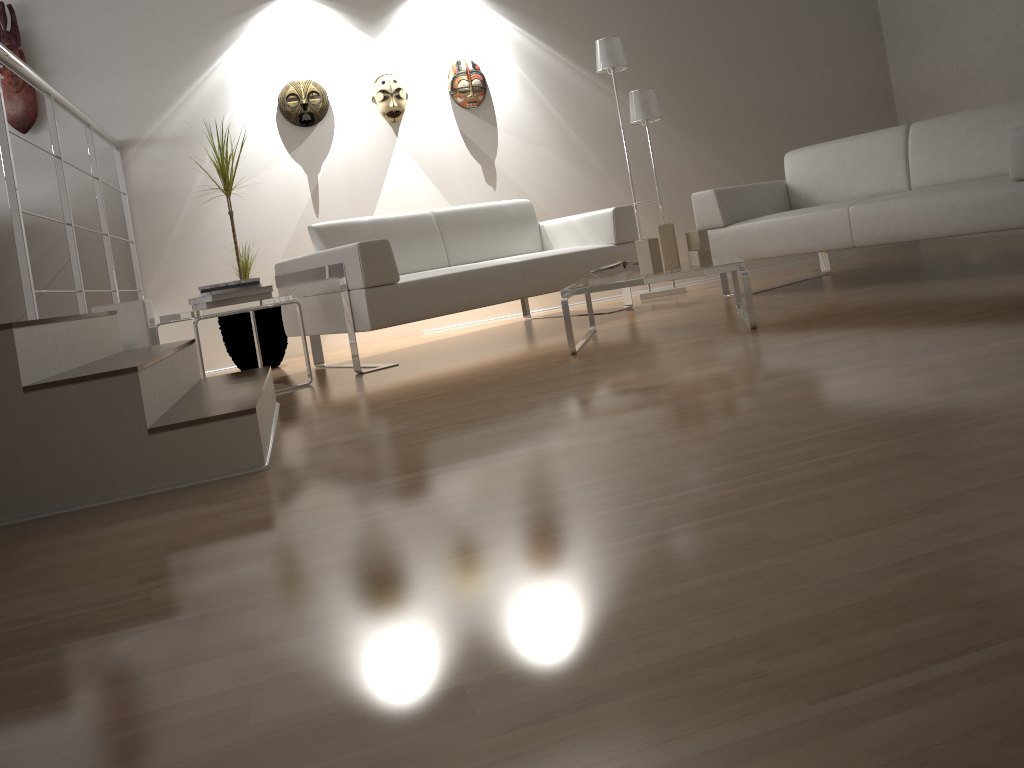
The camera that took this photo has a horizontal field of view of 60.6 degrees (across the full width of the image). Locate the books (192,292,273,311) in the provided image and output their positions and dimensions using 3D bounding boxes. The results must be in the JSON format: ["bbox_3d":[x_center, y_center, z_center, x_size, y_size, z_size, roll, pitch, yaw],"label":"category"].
[{"bbox_3d":[-1.219,-0.361,3.816,0.292,0.027,0.226,-15,10,-33],"label":"books"}]

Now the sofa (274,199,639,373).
[{"bbox_3d":[-0.238,-0.611,4.694,1.811,0.737,0.899,-15,7,-38],"label":"sofa"}]

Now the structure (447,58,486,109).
[{"bbox_3d":[-0.295,-2.019,5.861,0.266,0.354,0.075,-10,0,-14],"label":"structure"}]

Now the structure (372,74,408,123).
[{"bbox_3d":[-0.788,-1.871,5.703,0.244,0.328,0.129,-10,1,-13],"label":"structure"}]

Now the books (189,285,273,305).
[{"bbox_3d":[-1.223,-0.388,3.817,0.225,0.027,0.292,-1,12,46],"label":"books"}]

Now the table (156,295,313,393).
[{"bbox_3d":[-1.245,-0.150,3.885,0.471,0.399,0.546,-13,6,-38],"label":"table"}]

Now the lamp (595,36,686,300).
[{"bbox_3d":[0.823,-1.388,5.579,0.364,1.668,0.209,-9,0,6],"label":"lamp"}]

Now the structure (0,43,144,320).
[{"bbox_3d":[-2.063,-0.852,4.226,0.057,1.043,2.331,-9,7,-13],"label":"structure"}]

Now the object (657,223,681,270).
[{"bbox_3d":[0.642,-0.570,3.588,0.067,0.196,0.067,-9,0,12],"label":"object"}]

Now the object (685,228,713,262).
[{"bbox_3d":[0.763,-0.566,3.582,0.068,0.151,0.066,-10,1,-43],"label":"object"}]

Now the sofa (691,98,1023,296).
[{"bbox_3d":[1.872,-0.899,4.265,0.920,0.736,1.770,-13,8,-38],"label":"sofa"}]

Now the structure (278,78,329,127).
[{"bbox_3d":[-1.330,-1.802,5.594,0.319,0.316,0.069,-10,0,-14],"label":"structure"}]

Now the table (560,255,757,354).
[{"bbox_3d":[0.613,-0.349,3.655,0.697,0.248,0.806,-8,8,12],"label":"table"}]

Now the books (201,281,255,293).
[{"bbox_3d":[-1.229,-0.422,3.817,0.220,0.014,0.151,-15,10,-33],"label":"books"}]

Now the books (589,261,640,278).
[{"bbox_3d":[0.490,-0.519,3.884,0.291,0.056,0.206,-9,8,1],"label":"books"}]

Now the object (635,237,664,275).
[{"bbox_3d":[0.540,-0.509,3.448,0.068,0.150,0.066,-10,1,-43],"label":"object"}]

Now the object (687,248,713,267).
[{"bbox_3d":[0.738,-0.502,3.443,0.068,0.074,0.067,-11,4,-28],"label":"object"}]

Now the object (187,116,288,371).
[{"bbox_3d":[-1.578,-0.799,4.975,0.441,1.471,0.502,-9,0,0],"label":"object"}]

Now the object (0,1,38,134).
[{"bbox_3d":[-2.959,-1.872,5.199,0.149,0.788,0.153,-10,0,32],"label":"object"}]

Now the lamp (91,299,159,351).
[{"bbox_3d":[-1.494,-0.084,3.449,0.200,0.480,0.191,-10,1,-13],"label":"lamp"}]

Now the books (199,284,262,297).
[{"bbox_3d":[-1.226,-0.408,3.817,0.150,0.014,0.220,-1,12,46],"label":"books"}]
